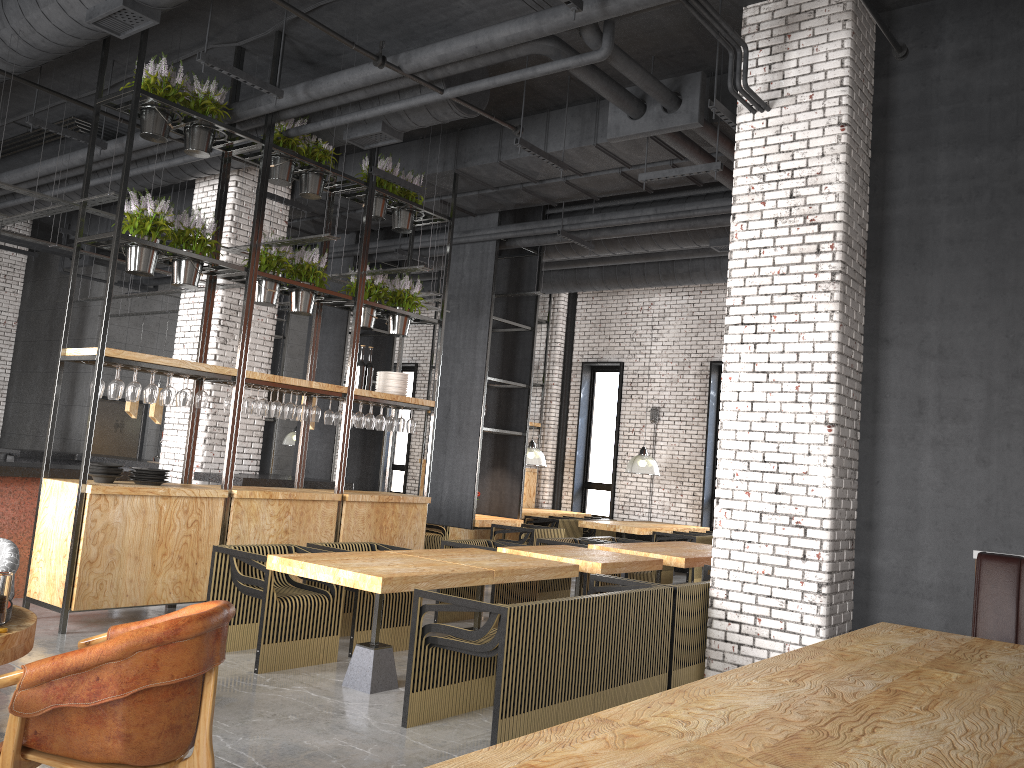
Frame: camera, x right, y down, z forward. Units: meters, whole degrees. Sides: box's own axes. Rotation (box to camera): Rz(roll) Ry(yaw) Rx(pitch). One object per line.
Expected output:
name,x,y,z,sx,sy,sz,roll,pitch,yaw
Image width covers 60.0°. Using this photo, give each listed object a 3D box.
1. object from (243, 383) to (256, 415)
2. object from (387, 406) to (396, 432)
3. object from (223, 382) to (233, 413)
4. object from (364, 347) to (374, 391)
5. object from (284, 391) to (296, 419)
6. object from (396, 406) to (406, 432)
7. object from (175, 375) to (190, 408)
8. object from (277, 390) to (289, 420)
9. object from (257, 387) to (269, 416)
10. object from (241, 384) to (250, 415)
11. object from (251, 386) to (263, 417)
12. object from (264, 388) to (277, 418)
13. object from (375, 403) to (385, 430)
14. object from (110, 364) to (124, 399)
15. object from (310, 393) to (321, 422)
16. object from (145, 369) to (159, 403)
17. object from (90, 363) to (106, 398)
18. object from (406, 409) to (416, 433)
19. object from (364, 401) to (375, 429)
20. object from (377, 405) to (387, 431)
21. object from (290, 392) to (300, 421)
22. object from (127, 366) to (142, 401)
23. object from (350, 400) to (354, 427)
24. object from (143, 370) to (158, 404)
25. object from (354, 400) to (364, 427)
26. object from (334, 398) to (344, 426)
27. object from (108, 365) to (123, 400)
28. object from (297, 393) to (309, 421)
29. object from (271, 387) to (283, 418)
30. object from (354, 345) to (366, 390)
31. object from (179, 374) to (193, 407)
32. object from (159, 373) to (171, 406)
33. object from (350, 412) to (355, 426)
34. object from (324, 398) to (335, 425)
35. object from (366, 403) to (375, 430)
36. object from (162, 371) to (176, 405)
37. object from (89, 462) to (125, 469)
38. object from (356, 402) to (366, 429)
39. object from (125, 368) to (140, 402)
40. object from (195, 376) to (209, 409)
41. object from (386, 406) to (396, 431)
object,-2.246,0.125,7.606,0.101,0.268,0.101,10,-8,-38
object,-1.271,0.372,9.355,0.101,0.268,0.100,5,-6,1
object,-2.474,0.122,7.780,0.101,0.268,0.101,10,-8,-38
object,-1.447,-0.141,8.951,0.098,0.472,0.098,5,-6,0
object,-1.986,0.179,7.947,0.101,0.268,0.101,10,-8,-38
object,-1.132,0.356,9.066,0.101,0.268,0.100,5,-6,1
object,-2.754,0.064,7.413,0.101,0.268,0.101,7,-7,-21
object,-2.125,0.194,8.237,0.101,0.268,0.101,10,-8,-38
object,-2.163,0.142,7.715,0.101,0.268,0.101,10,-8,-38
object,-2.390,0.139,7.889,0.101,0.268,0.101,10,-8,-38
object,-2.302,0.158,8.005,0.101,0.268,0.101,10,-8,-38
object,-2.213,0.176,8.121,0.101,0.268,0.101,10,-8,-38
object,-1.309,0.319,8.834,0.101,0.268,0.100,5,-6,1
object,-2.963,-0.024,6.667,0.101,0.268,0.100,5,-6,1
object,-1.809,0.216,8.179,0.101,0.268,0.101,10,-8,-38
object,-2.792,0.012,6.891,0.101,0.268,0.100,5,-6,1
object,-3.191,-0.027,6.840,0.101,0.268,0.100,5,-6,1
object,-1.043,0.375,9.182,0.101,0.268,0.100,5,-6,1
object,-1.397,0.301,8.718,0.101,0.268,0.100,5,-6,1
object,-1.359,0.353,9.239,0.101,0.268,0.100,5,-6,1
object,-2.036,0.213,8.353,0.101,0.268,0.101,10,-8,-38
object,-2.880,-0.007,6.775,0.101,0.268,0.100,5,-6,1
object,-1.625,0.298,8.891,0.101,0.268,0.100,5,-6,1
object,-2.931,0.027,7.181,0.101,0.268,0.100,5,-6,1
object,-1.480,0.284,8.609,0.101,0.268,0.101,7,-7,-16
object,-1.708,0.281,8.783,0.101,0.268,0.101,7,-7,-16
object,-3.108,-0.010,6.949,0.101,0.268,0.100,5,-6,1
object,-1.897,0.197,8.063,0.101,0.268,0.101,10,-8,-38
object,-2.074,0.161,7.831,0.101,0.268,0.101,10,-8,-38
object,-1.512,-0.154,8.866,0.098,0.472,0.098,5,-6,0
object,-2.615,0.048,7.123,0.101,0.268,0.100,5,-6,1
object,-2.842,0.045,7.297,0.101,0.268,0.100,5,-6,1
object,-1.557,0.268,8.508,0.101,0.268,0.101,7,-7,-16
object,-1.785,0.265,8.682,0.101,0.268,0.101,7,-7,-16
object,-1.448,0.335,9.123,0.101,0.268,0.100,5,-6,1
object,-2.703,0.030,7.007,0.101,0.268,0.100,5,-6,1
object,-3.086,0.640,6.734,0.257,0.076,0.256,6,-6,-15
object,-1.536,0.316,9.007,0.101,0.268,0.100,5,-6,1
object,-3.019,0.009,7.065,0.101,0.268,0.100,5,-6,1
object,-2.526,0.067,7.239,0.101,0.268,0.101,7,-7,-21
object,-1.220,0.338,8.950,0.101,0.268,0.100,5,-6,1
